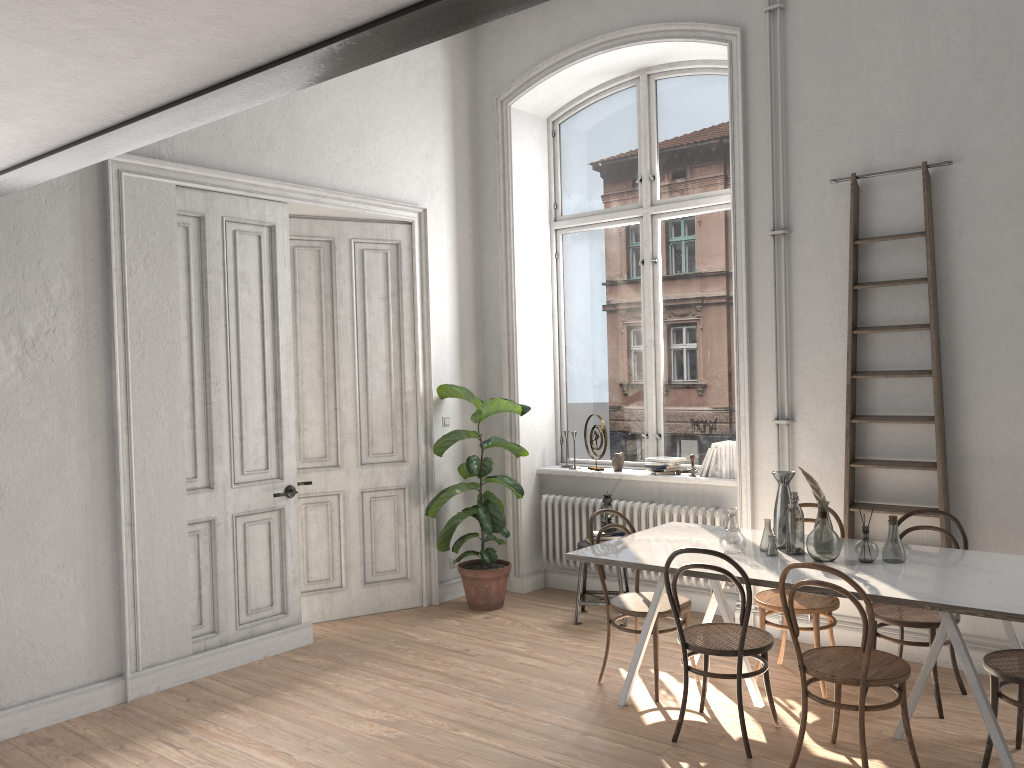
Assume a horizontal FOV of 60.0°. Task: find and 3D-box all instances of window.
[{"bbox_3d":[1.041,-0.824,6.620,1.622,2.843,0.013,-1,2,39],"label":"window"}]

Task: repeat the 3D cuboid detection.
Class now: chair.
[{"bbox_3d":[2.200,1.138,3.569,0.438,0.921,0.549,-2,1,-38],"label":"chair"},{"bbox_3d":[1.391,1.158,3.685,0.549,0.921,0.438,-2,1,-40],"label":"chair"},{"bbox_3d":[0.621,1.345,6.074,0.364,0.523,0.360,-1,1,13],"label":"chair"},{"bbox_3d":[0.707,1.162,4.821,0.438,0.921,0.549,-3,2,-42],"label":"chair"},{"bbox_3d":[0.961,1.165,4.084,0.438,0.921,0.549,-1,1,35],"label":"chair"},{"bbox_3d":[1.561,1.139,4.806,0.438,0.921,0.549,-1,1,37],"label":"chair"},{"bbox_3d":[2.054,1.129,4.504,0.549,0.921,0.438,-3,2,-44],"label":"chair"}]

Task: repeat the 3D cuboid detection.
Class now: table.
[{"bbox_3d":[1.478,1.218,4.222,2.200,0.780,1.100,-1,1,39],"label":"table"}]

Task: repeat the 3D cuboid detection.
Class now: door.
[{"bbox_3d":[-1.146,0.244,6.268,1.097,2.815,0.216,-2,1,-26],"label":"door"},{"bbox_3d":[-1.753,0.273,5.263,0.216,2.815,1.096,-1,2,41],"label":"door"}]

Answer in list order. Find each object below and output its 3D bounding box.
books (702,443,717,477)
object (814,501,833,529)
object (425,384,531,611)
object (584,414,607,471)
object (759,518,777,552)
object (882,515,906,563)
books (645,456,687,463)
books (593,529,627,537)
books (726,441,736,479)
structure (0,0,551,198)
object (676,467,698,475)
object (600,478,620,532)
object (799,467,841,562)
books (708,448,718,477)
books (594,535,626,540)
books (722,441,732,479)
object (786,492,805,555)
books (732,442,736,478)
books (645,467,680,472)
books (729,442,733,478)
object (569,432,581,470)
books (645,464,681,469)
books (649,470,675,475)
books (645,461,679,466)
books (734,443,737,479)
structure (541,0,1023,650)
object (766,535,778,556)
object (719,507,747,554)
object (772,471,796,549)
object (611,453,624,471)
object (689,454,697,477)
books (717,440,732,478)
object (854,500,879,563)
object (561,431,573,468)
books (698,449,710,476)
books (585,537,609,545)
[{"bbox_3d":[1.403,0.522,6.170,0.100,0.235,0.174,-1,1,39],"label":"books"},{"bbox_3d":[1.517,0.698,4.318,0.098,0.255,0.100,-1,1,16],"label":"object"},{"bbox_3d":[1.592,0.678,4.659,5.827,1.842,0.792,-1,1,44],"label":"object"},{"bbox_3d":[0.642,0.442,6.757,0.087,0.425,0.347,-2,1,-18],"label":"object"},{"bbox_3d":[1.276,0.752,4.422,0.083,0.158,0.083,-1,1,35],"label":"object"},{"bbox_3d":[1.766,0.715,4.106,0.101,0.212,0.101,-2,1,-11],"label":"object"},{"bbox_3d":[1.111,0.544,6.401,0.174,0.019,0.244,-2,1,-41],"label":"books"},{"bbox_3d":[0.659,1.021,6.076,0.221,0.027,0.147,-2,1,-19],"label":"books"},{"bbox_3d":[1.514,0.517,6.079,0.019,0.244,0.174,-1,1,39],"label":"books"},{"bbox_3d":[-1.726,-1.311,0.546,5.927,1.213,4.157,-1,1,39],"label":"structure"},{"bbox_3d":[1.235,0.619,6.300,0.153,0.048,0.088,-2,1,-11],"label":"object"},{"bbox_3d":[0.681,0.817,6.087,0.163,0.383,0.154,-1,1,13],"label":"object"},{"bbox_3d":[1.457,0.606,4.154,0.157,0.446,0.157,-2,1,-33],"label":"object"},{"bbox_3d":[1.424,0.538,6.155,0.072,0.203,0.155,-1,1,39],"label":"books"},{"bbox_3d":[0.658,1.043,6.077,0.232,0.029,0.162,-1,1,10],"label":"books"},{"bbox_3d":[1.491,0.518,6.086,0.024,0.243,0.175,-1,1,39],"label":"books"},{"bbox_3d":[1.382,0.678,4.333,0.086,0.301,0.086,-1,1,25],"label":"object"},{"bbox_3d":[1.560,0.516,6.070,0.024,0.243,0.175,-1,1,39],"label":"books"},{"bbox_3d":[1.090,0.613,6.413,0.155,0.022,0.205,-2,1,-31],"label":"books"},{"bbox_3d":[1.540,0.516,6.080,0.019,0.244,0.174,-1,1,39],"label":"books"},{"bbox_3d":[0.484,0.513,6.863,0.095,0.289,0.095,-2,1,-28],"label":"object"},{"bbox_3d":[1.090,0.591,6.410,0.147,0.023,0.221,-2,1,-35],"label":"books"},{"bbox_3d":[1.088,0.635,6.420,0.147,0.023,0.221,-2,1,-2],"label":"books"},{"bbox_3d":[1.084,0.570,6.399,0.205,0.020,0.155,-1,1,29],"label":"books"},{"bbox_3d":[1.562,0.516,6.040,0.019,0.244,0.174,-1,1,39],"label":"books"},{"bbox_3d":[2.170,-0.660,5.177,5.182,4.475,0.340,-1,1,39],"label":"structure"},{"bbox_3d":[1.264,0.786,4.311,0.058,0.094,0.058,-2,1,-22],"label":"object"},{"bbox_3d":[1.095,0.726,4.404,0.132,0.219,0.132,-1,1,29],"label":"object"},{"bbox_3d":[1.376,0.636,4.481,0.116,0.383,0.116,-3,2,-39],"label":"object"},{"bbox_3d":[0.792,0.580,6.635,0.100,0.142,0.102,-1,1,14],"label":"object"},{"bbox_3d":[1.265,0.568,6.202,0.048,0.153,0.088,-1,1,9],"label":"object"},{"bbox_3d":[1.474,0.518,6.141,0.024,0.243,0.175,-1,1,39],"label":"books"},{"bbox_3d":[1.640,0.683,4.110,0.107,0.283,0.106,-1,1,34],"label":"object"},{"bbox_3d":[0.429,0.513,6.981,0.095,0.289,0.095,-2,1,-19],"label":"object"},{"bbox_3d":[1.376,0.542,6.198,0.105,0.194,0.155,-1,1,38],"label":"books"},{"bbox_3d":[0.648,1.069,6.083,0.246,0.034,0.194,-2,1,-10],"label":"books"}]
